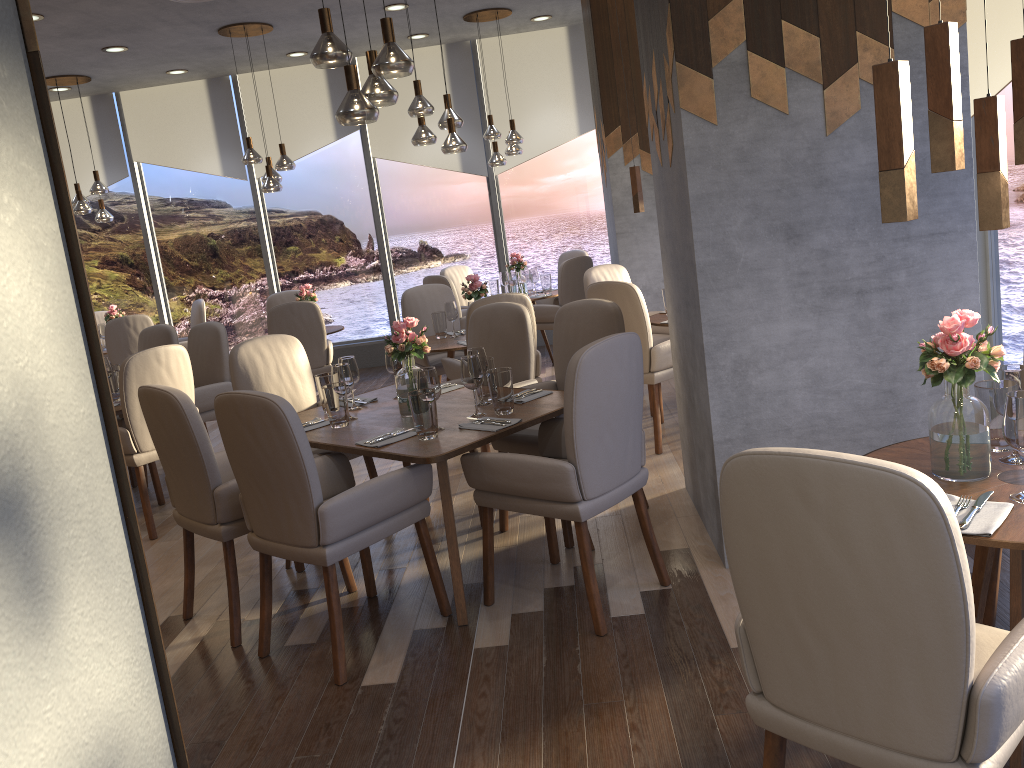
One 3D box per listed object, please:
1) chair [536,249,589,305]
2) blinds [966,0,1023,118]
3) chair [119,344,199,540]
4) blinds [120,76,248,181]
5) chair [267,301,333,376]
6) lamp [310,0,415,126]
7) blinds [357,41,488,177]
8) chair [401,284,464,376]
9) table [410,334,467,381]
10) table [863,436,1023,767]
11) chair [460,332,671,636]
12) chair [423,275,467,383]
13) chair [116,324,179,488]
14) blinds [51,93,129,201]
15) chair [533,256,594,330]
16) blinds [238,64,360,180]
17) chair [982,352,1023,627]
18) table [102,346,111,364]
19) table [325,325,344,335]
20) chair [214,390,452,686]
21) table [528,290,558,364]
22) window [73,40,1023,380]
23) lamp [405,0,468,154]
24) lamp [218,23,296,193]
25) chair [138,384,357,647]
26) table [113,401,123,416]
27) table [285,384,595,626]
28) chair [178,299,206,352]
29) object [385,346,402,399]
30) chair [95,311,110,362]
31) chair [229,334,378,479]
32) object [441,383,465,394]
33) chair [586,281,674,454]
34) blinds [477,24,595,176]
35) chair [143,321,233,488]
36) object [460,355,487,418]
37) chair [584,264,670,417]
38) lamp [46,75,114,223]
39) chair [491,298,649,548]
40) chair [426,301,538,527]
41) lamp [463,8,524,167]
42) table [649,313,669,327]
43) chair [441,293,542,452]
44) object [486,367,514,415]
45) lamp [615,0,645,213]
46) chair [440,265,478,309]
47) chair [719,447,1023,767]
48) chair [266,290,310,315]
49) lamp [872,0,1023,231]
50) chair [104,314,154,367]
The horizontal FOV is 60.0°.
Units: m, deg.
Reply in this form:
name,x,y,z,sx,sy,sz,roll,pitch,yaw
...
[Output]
name,x,y,z,sx,sy,sz,roll,pitch,yaw
chair,0.479,-0.782,8.686,0.602,0.995,0.529,-15,12,-38
blinds,1.897,-2.384,3.361,0.007,2.667,1.180,-7,9,4
chair,-2.054,0.289,4.937,0.599,0.995,0.531,-1,12,34
blinds,-3.531,-3.365,9.129,1.173,2.667,0.007,-7,9,3
chair,-1.686,-0.182,7.101,0.529,0.995,0.602,-10,10,-15
lamp,-0.653,-1.692,3.477,0.440,1.319,0.441,-10,10,-11
blinds,-1.004,-3.381,9.027,1.173,2.667,0.007,-7,9,3
chair,-0.495,-0.226,6.508,0.529,0.995,0.601,-11,10,-20
table,-0.287,0.014,6.006,0.835,0.659,0.836,-12,11,-22
table,1.283,0.547,2.191,0.834,0.659,0.838,-9,10,-5
chair,0.194,0.313,3.263,0.600,0.995,0.531,1,13,41
chair,-0.413,-0.524,7.980,0.602,0.995,0.529,-16,12,-39
chair,-2.574,0.129,6.117,0.528,0.995,0.603,-1,12,34
blinds,-4.747,-3.073,9.226,1.173,2.667,0.007,-7,9,3
chair,0.443,-0.621,7.887,0.530,0.995,0.600,-16,13,-41
blinds,-2.279,-3.519,9.054,1.173,2.667,0.007,-7,9,3
chair,1.681,0.244,2.594,0.528,0.995,0.602,2,14,45
table,-3.776,-0.039,8.688,0.833,0.659,0.838,-7,10,3
table,-1.819,-0.105,7.677,0.837,0.659,0.835,-15,13,-36
chair,-0.645,0.444,3.170,0.528,0.995,0.603,0,12,39
table,0.138,-0.498,8.340,0.834,0.659,0.837,-9,10,-10
window,-0.594,-1.588,6.495,8.096,3.183,16.136,-17,14,-40
lamp,-0.551,-2.133,5.669,0.439,1.319,0.442,-6,10,11
lamp,-2.090,-2.254,7.350,0.439,1.319,0.442,-7,9,6
chair,-1.069,0.427,3.551,0.602,0.995,0.528,-17,13,-42
table,-2.704,0.445,5.451,1.307,0.662,0.970,0,13,36
table,-0.379,0.446,3.846,1.307,0.662,0.969,3,15,43
chair,-3.326,-0.316,8.919,0.601,0.995,0.529,-13,11,-29
object,-0.539,-0.055,4.143,0.092,0.243,0.093,-7,9,4
chair,-4.125,-0.245,9.106,0.530,0.995,0.601,-14,12,-33
chair,-1.021,0.258,4.386,0.530,0.995,0.600,-17,13,-42
object,-0.363,0.027,4.190,0.157,0.019,0.256,3,15,45
chair,0.812,-0.158,5.255,0.602,0.995,0.529,-16,12,-39
blinds,0.232,-3.533,8.952,1.173,2.667,0.007,-7,9,3
chair,-2.122,0.134,5.777,0.528,0.995,0.603,0,12,39
object,-0.153,0.010,3.543,0.092,0.243,0.093,-4,10,23
chair,0.867,-0.338,6.142,0.530,0.995,0.600,-15,12,-36
lamp,-4.066,-2.183,8.350,0.439,1.319,0.441,-8,9,-3
chair,0.240,0.146,4.091,0.602,0.995,0.528,-17,13,-42
chair,-0.167,0.124,4.484,0.528,0.995,0.603,1,13,41
lamp,-0.131,-2.643,7.996,0.441,1.319,0.440,-13,11,-29
table,1.308,-0.129,5.643,0.833,0.659,0.839,-3,11,23
chair,-0.104,-0.067,5.422,0.529,0.995,0.602,-11,10,-19
object,-0.041,0.030,3.536,0.102,0.177,0.103,0,12,39
lamp,1.050,-1.976,5.341,0.118,1.921,1.162,-16,13,-41
chair,-0.337,-0.684,8.747,0.530,0.995,0.600,-16,13,-42
chair,0.761,0.535,1.735,0.602,0.995,0.528,-17,13,-43
chair,-1.993,-0.357,8.212,0.529,0.995,0.602,-10,10,-16
lamp,0.997,-1.300,1.906,1.166,1.921,0.118,-16,12,-41
chair,-3.486,-0.142,8.139,0.530,0.995,0.601,-14,11,-33
